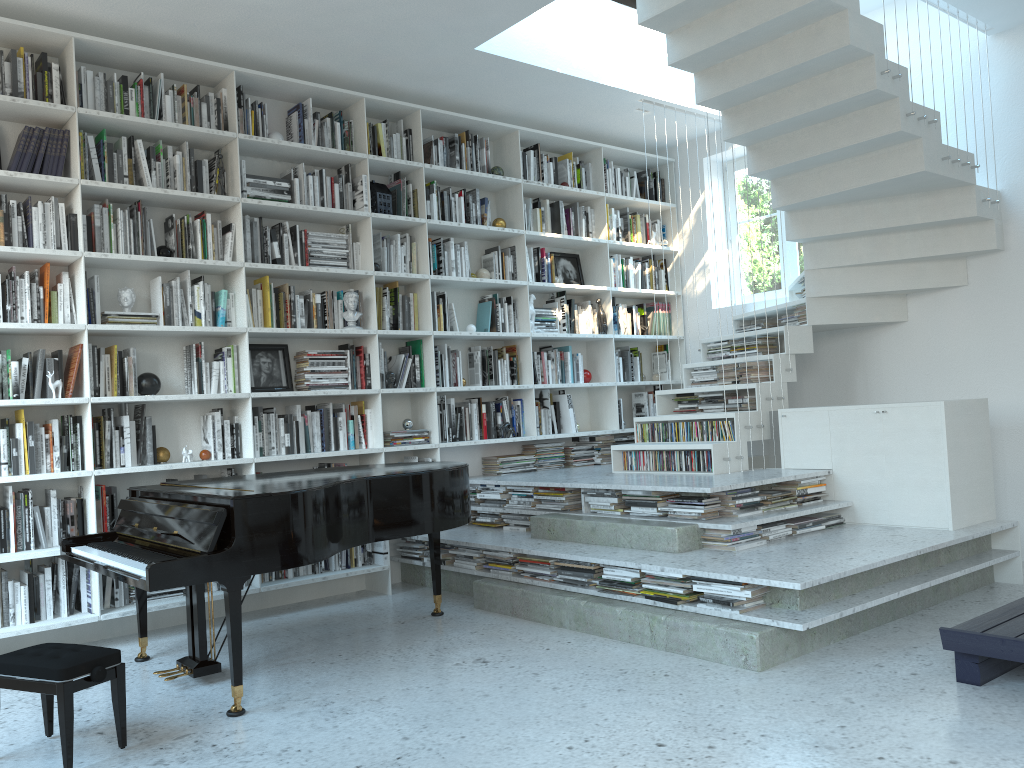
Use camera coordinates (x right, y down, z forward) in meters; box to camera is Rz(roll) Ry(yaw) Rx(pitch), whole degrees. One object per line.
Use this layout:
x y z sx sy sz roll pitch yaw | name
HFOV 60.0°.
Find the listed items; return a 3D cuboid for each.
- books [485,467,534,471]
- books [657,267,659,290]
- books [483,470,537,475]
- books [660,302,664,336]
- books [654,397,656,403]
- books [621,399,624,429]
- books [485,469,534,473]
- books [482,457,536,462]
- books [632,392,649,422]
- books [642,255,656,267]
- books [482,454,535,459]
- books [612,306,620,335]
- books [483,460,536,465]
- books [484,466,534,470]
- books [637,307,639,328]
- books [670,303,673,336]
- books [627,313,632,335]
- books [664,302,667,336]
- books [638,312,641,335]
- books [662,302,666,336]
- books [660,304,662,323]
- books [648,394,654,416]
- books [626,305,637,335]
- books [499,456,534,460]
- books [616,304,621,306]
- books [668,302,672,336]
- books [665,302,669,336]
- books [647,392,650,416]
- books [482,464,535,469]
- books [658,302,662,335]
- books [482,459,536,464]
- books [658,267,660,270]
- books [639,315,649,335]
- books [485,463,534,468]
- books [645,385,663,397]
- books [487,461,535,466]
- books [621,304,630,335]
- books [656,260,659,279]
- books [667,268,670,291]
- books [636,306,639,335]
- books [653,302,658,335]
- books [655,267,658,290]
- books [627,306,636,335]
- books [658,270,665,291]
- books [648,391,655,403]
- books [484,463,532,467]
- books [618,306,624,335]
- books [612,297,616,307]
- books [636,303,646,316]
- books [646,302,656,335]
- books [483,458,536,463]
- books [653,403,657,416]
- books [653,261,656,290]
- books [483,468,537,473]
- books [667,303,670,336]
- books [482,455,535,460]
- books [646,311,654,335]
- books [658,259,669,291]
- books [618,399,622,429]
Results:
-0.021 0.610 6.385 0.308 0.008 0.195 -2 -3 -35 | books
1.157 -0.860 7.442 0.025 0.220 0.177 -2 -2 -39 | books
-0.019 0.632 6.384 0.345 0.007 0.193 -2 -3 -35 | books
1.200 -0.530 7.448 0.018 0.293 0.169 -2 -2 -39 | books
1.150 0.228 7.293 0.024 0.243 0.140 -2 -2 -39 | books
0.806 0.238 6.971 0.030 0.238 0.151 -2 -2 -39 | books
-0.020 0.625 6.384 0.308 0.008 0.195 -1 -3 -43 | books
-0.025 0.543 6.393 0.345 0.007 0.193 -2 -3 -37 | books
1.042 0.209 7.188 0.012 0.285 0.159 -2 -2 -39 | books
1.159 -0.914 7.468 0.013 0.330 0.140 -2 -2 -39 | books
-0.026 0.521 6.394 0.345 0.007 0.193 -2 -3 -37 | books
0.787 -0.493 7.104 0.022 0.243 0.171 -2 -2 -39 | books
-0.022 0.565 6.390 0.345 0.007 0.193 -1 -3 -42 | books
-0.024 0.603 6.389 0.308 0.008 0.195 -2 -3 -37 | books
0.987 -0.500 7.299 0.025 0.248 0.134 -2 -2 -39 | books
1.284 -0.532 7.517 0.018 0.293 0.169 -2 -2 -39 | books
0.897 -0.469 7.189 0.023 0.189 0.169 -2 -2 -39 | books
1.228 -0.531 7.471 0.018 0.293 0.169 -2 -2 -39 | books
1.001 -0.480 7.313 0.014 0.207 0.138 -2 -2 -39 | books
1.216 -0.531 7.456 0.018 0.293 0.169 -2 -2 -39 | books
1.186 -0.529 7.437 0.018 0.293 0.169 -2 -2 -39 | books
1.082 0.218 7.220 0.031 0.266 0.168 -2 -2 -39 | books
0.945 -0.505 7.251 0.029 0.259 0.171 -2 -2 -39 | books
-0.025 0.536 6.393 0.308 0.008 0.195 -2 -3 -37 | books
0.827 -0.505 7.150 0.022 0.265 0.157 -2 -2 -39 | books
1.277 -0.532 7.497 0.018 0.293 0.169 -2 -2 -39 | books
1.245 -0.531 7.479 0.018 0.293 0.169 -2 -2 -39 | books
1.054 0.210 7.220 0.012 0.285 0.159 -2 -2 -39 | books
-0.024 0.595 6.390 0.345 0.007 0.193 -1 -3 -41 | books
1.180 -0.530 7.415 0.018 0.293 0.169 -2 -2 -39 | books
-0.024 0.558 6.393 0.345 0.007 0.193 -2 -3 -37 | books
1.201 -0.865 7.512 0.024 0.230 0.131 -2 -2 -39 | books
1.042 -0.470 7.293 0.024 0.181 0.191 -2 -2 -39 | books
-0.019 0.587 6.384 0.308 0.008 0.195 -1 -3 -44 | books
1.176 0.180 7.285 0.010 0.336 0.185 -2 -2 -39 | books
-0.018 0.572 6.386 0.308 0.008 0.195 -2 -2 -34 | books
0.865 -0.505 7.165 0.056 0.261 0.176 -2 -2 -39 | books
1.175 -0.891 7.469 0.013 0.283 0.149 -2 -2 -39 | books
1.266 -0.862 7.528 0.021 0.219 0.184 -2 -2 -39 | books
0.974 -0.503 7.284 0.012 0.254 0.161 -2 -2 -39 | books
1.153 -0.528 7.410 0.033 0.294 0.169 -2 -2 -39 | books
1.144 -0.855 7.419 0.025 0.211 0.188 -2 -2 -39 | books
0.932 -0.499 7.227 0.022 0.247 0.181 -2 -2 -39 | books
1.204 -0.849 7.468 0.029 0.195 0.192 -2 -2 -39 | books
1.123 0.206 7.269 0.047 0.287 0.141 -2 -2 -39 | books
-0.028 0.581 6.395 0.308 0.008 0.195 -2 -3 -39 | books
0.816 -0.495 7.126 0.026 0.245 0.181 -2 -2 -39 | books
0.787 -0.532 7.130 0.012 0.322 0.141 -2 -2 -39 | books
1.042 -0.517 7.332 0.026 0.277 0.170 -2 -2 -39 | books
1.124 -0.525 7.386 0.072 0.291 0.169 -2 -2 -39 | books
-0.019 0.550 6.386 0.345 0.007 0.193 -1 -3 -44 | books
1.111 0.256 7.249 0.024 0.188 0.176 -2 -2 -39 | books
1.120 -0.883 7.404 0.028 0.268 0.173 -2 -2 -39 | books
-0.018 0.617 6.382 0.345 0.007 0.193 -2 -2 -34 | books
1.256 -0.531 7.494 0.018 0.293 0.169 -2 -2 -39 | books
-0.026 0.528 6.394 0.345 0.007 0.193 -1 -3 -41 | books
1.095 -0.485 7.358 0.088 0.217 0.167 -2 -2 -39 | books
1.241 -0.898 7.508 0.042 0.292 0.186 -2 -2 -39 | books
0.791 0.241 6.955 0.014 0.233 0.183 -2 -2 -39 | books
